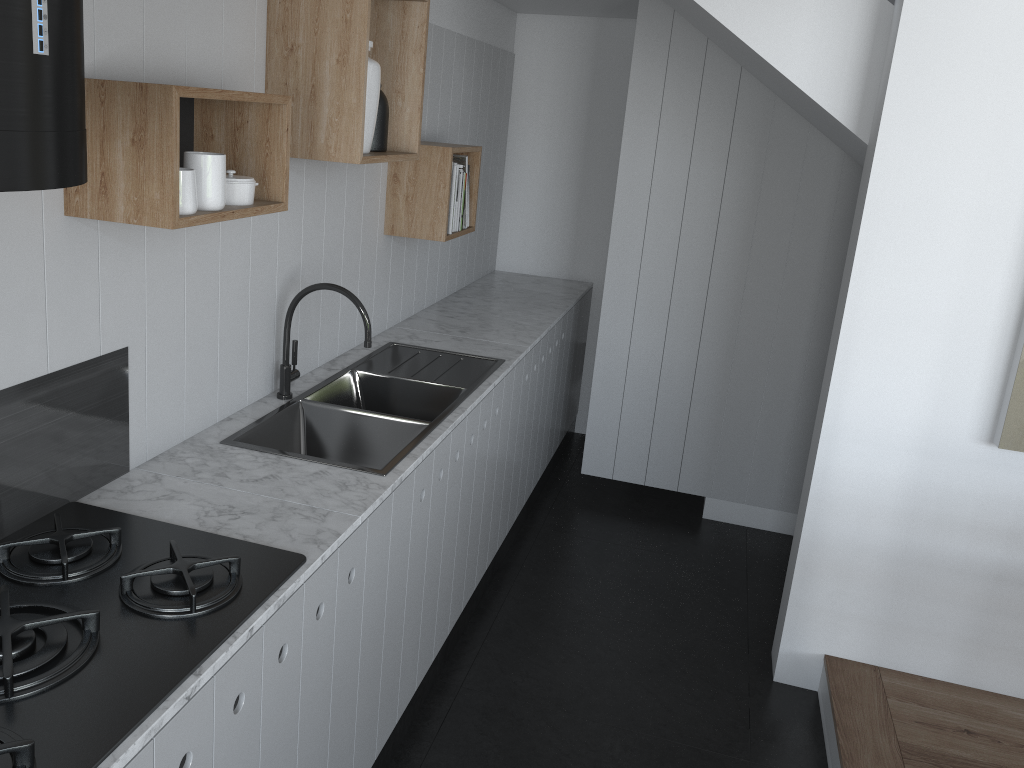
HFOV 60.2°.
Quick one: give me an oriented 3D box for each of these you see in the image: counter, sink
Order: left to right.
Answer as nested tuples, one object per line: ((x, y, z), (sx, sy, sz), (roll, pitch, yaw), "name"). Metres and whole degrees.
((-0.560, 0.199, 2.165), (0.588, 0.020, 6.101), (8, 17, 12), "counter")
((-0.390, 0.108, 2.747), (0.460, 0.164, 1.172), (8, 17, 12), "sink")

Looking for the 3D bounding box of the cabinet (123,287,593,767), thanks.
((-0.321, 0.612, 2.185), (0.010, 0.739, 6.098), (9, 17, 12), "cabinet")

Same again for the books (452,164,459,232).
((-0.292, -0.724, 3.410), (0.165, 0.254, 0.014), (9, 15, 15), "books")

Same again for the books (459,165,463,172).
((-0.270, -0.732, 3.445), (0.144, 0.251, 0.011), (9, 15, 15), "books")

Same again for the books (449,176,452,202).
((-0.341, -0.719, 3.337), (0.231, 0.277, 0.011), (9, 15, 15), "books")

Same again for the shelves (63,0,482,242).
((-0.640, -0.560, 1.911), (0.305, 0.788, 3.563), (9, 17, 12), "shelves")

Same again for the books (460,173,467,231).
((-0.255, -0.721, 3.468), (0.145, 0.221, 0.015), (9, 15, 15), "books")

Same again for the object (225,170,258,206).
((-0.622, -0.437, 1.953), (0.108, 0.072, 0.131), (3, 16, -7), "object")

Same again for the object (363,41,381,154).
((-0.482, -0.799, 2.451), (0.226, 0.298, 0.234), (2, 16, -12), "object")

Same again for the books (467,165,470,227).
((-0.239, -0.757, 3.530), (0.144, 0.245, 0.076), (9, 15, 14), "books")

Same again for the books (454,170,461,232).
((-0.279, -0.716, 3.425), (0.152, 0.232, 0.015), (9, 15, 15), "books")

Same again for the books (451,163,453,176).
((-0.337, -0.715, 3.324), (0.223, 0.279, 0.013), (9, 15, 15), "books")

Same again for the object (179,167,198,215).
((-0.654, -0.374, 1.716), (0.081, 0.087, 0.086), (-7, 20, -38), "object")

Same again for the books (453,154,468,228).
((-0.252, -0.767, 3.508), (0.159, 0.287, 0.097), (9, 15, 14), "books")

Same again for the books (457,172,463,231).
((-0.269, -0.715, 3.437), (0.146, 0.224, 0.011), (9, 15, 15), "books")

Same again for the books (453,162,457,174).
((-0.298, -0.722, 3.391), (0.163, 0.261, 0.025), (9, 15, 15), "books")

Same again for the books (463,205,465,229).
((-0.257, -0.730, 3.511), (0.146, 0.219, 0.069), (9, 15, 15), "books")

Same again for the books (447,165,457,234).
((-0.296, -0.703, 3.340), (0.165, 0.254, 0.014), (9, 15, 15), "books")

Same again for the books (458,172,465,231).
((-0.262, -0.719, 3.457), (0.146, 0.226, 0.011), (9, 15, 15), "books")

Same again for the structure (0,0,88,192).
((-0.736, -0.688, 1.044), (0.405, 0.859, 0.428), (-3, 17, -28), "structure")

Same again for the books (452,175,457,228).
((-0.293, -0.694, 3.373), (0.155, 0.217, 0.018), (9, 15, 15), "books")

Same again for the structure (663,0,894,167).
((1.956, -0.267, 3.059), (3.665, 2.601, 1.050), (9, 15, 15), "structure")

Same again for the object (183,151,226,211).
((-0.628, -0.413, 1.807), (0.087, 0.114, 0.086), (9, 16, 14), "object")

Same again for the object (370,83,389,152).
((-0.444, -0.823, 2.659), (0.155, 0.233, 0.159), (8, 15, 11), "object")

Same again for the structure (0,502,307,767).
((-0.775, 0.399, 1.325), (0.563, 0.047, 0.979), (9, 17, 13), "structure")

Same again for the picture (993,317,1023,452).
((2.089, -0.301, 2.241), (1.320, 1.205, 0.059), (9, 15, 15), "picture")

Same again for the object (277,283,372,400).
((-0.536, -0.114, 2.571), (0.294, 0.370, 0.090), (9, 15, 15), "object")
